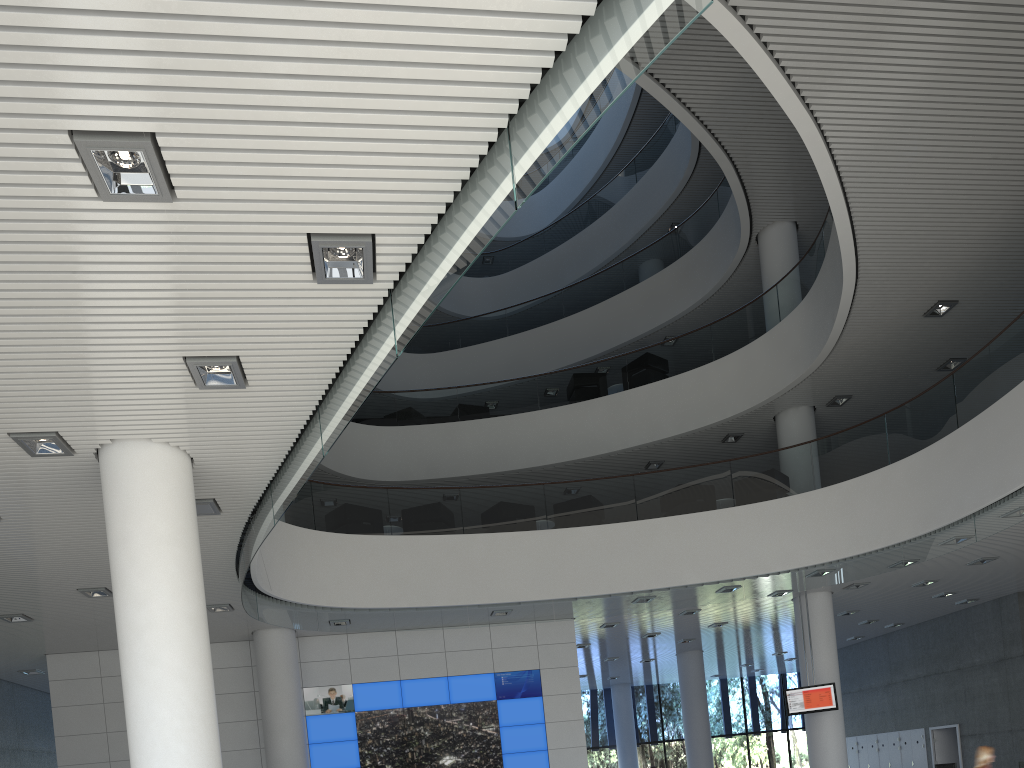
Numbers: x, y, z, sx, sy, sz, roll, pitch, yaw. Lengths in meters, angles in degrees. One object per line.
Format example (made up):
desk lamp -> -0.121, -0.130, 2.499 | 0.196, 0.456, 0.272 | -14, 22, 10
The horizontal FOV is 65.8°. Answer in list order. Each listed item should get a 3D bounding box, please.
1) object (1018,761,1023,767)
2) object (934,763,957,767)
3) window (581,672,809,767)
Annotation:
object -> 5.533, 4.143, 8.468 | 0.109, 0.205, 0.259 | -6, -16, 4
object -> 5.107, 4.594, 9.314 | 0.107, 0.241, 0.254 | -1, -13, -45
window -> 1.748, 8.169, 17.721 | 18.027, 2.896, 0.079 | -1, 0, -9
